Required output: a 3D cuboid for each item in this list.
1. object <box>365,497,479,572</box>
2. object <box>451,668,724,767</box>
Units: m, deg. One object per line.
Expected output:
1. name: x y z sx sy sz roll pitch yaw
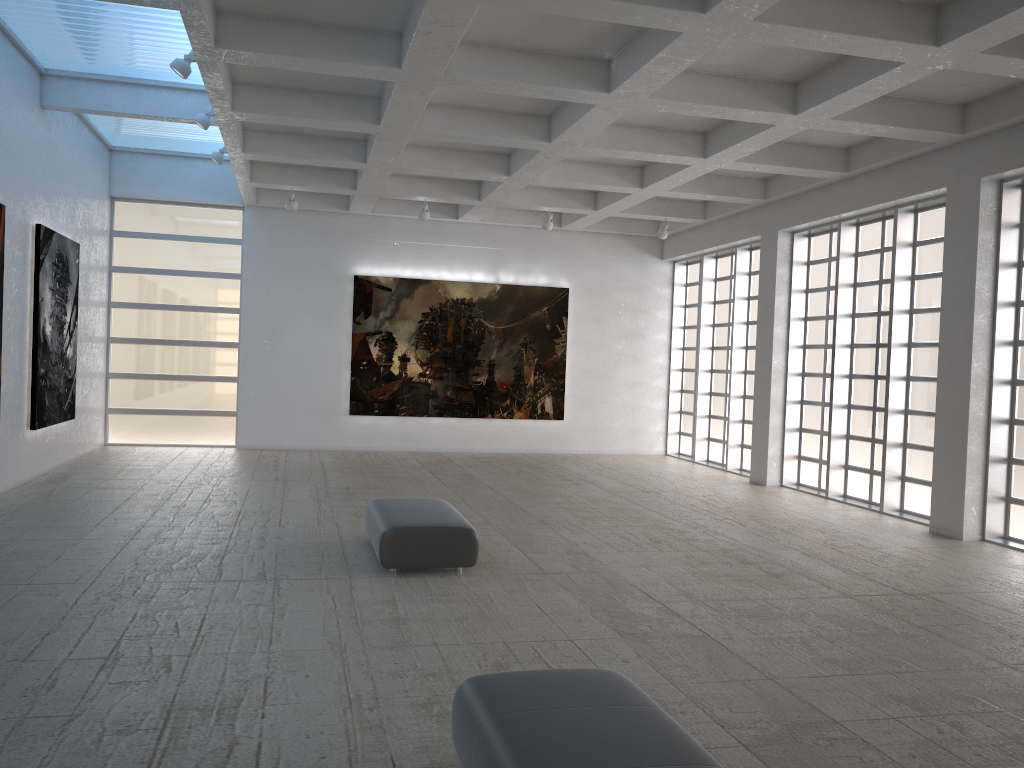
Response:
1. object: -1.649 2.578 15.479 1.616 0.828 3.044 2 1 -14
2. object: 0.604 2.878 6.234 1.616 0.828 3.044 2 1 -14
